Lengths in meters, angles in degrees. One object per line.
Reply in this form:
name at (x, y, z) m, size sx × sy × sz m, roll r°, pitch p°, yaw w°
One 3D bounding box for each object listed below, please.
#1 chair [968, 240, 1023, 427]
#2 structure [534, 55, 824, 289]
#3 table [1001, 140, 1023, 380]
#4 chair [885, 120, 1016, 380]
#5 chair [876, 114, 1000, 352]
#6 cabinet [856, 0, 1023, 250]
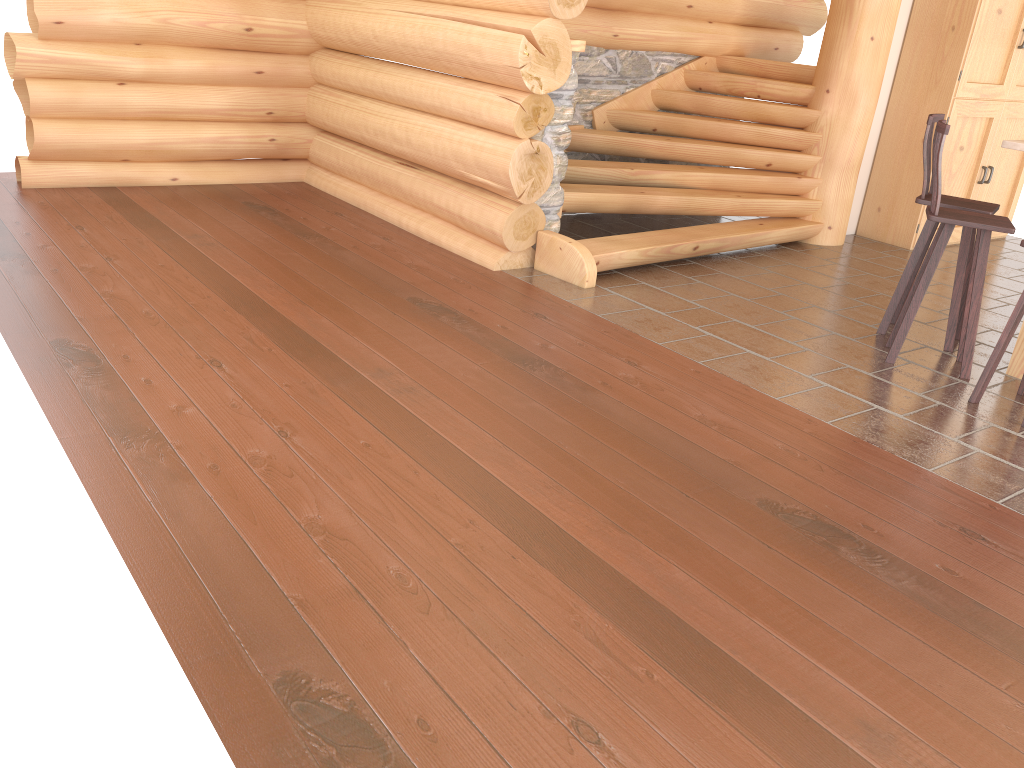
chair at (2.694, -0.469, 4.327) m, size 0.504 × 1.319 × 0.406 m, roll -6°, pitch 26°, yaw -26°
structure at (1.234, -2.068, 7.356) m, size 3.604 × 1.643 × 1.951 m, roll -15°, pitch 31°, yaw -40°
table at (4.005, -0.246, 4.204) m, size 1.196 × 1.257 × 3.220 m, roll -11°, pitch 28°, yaw -35°
chair at (2.443, -0.739, 4.906) m, size 0.504 × 1.319 × 0.406 m, roll 14°, pitch 24°, yaw 18°
chair at (2.614, -0.915, 5.366) m, size 0.504 × 1.319 × 0.406 m, roll 19°, pitch 26°, yaw 29°
cabinet at (4.291, -2.558, 8.278) m, size 1.847 × 2.403 × 0.670 m, roll -11°, pitch 28°, yaw -35°
